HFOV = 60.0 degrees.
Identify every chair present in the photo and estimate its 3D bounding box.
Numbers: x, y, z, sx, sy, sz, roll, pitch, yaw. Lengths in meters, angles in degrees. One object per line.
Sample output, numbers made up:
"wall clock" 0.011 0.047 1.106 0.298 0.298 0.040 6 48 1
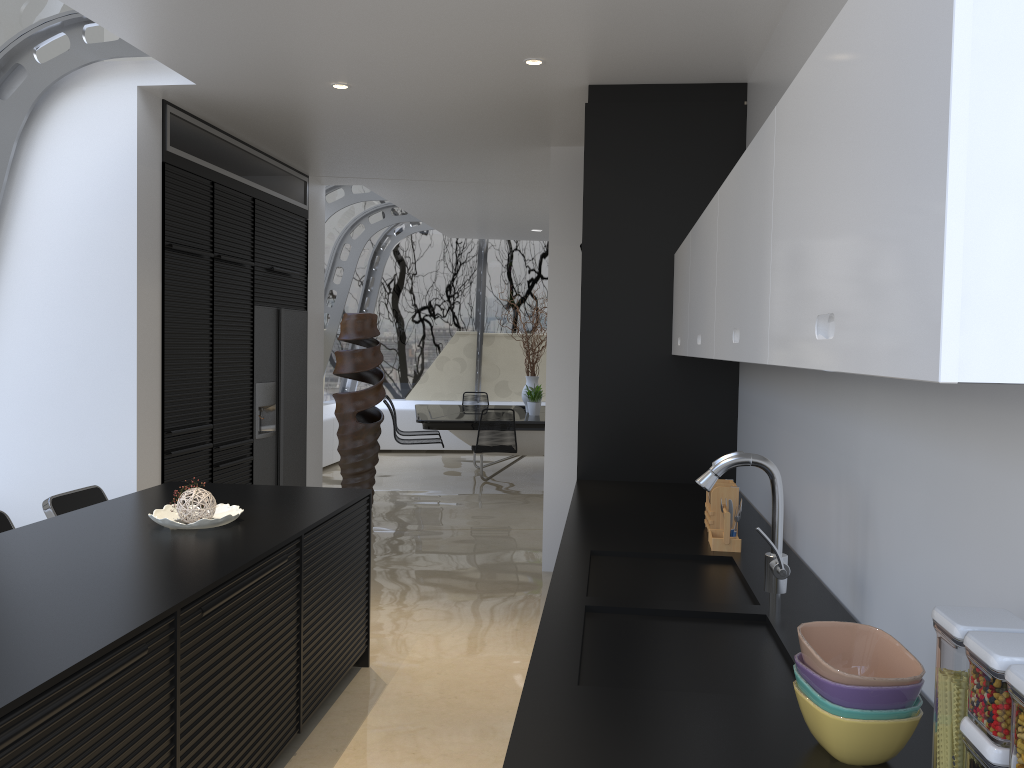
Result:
"chair" -1.801 0.914 4.017 0.460 0.857 0.418 1 2 7
"chair" -1.220 0.402 10.963 0.688 0.519 0.446 1 2 -7
"chair" -1.884 0.940 3.371 0.460 0.857 0.418 1 2 7
"chair" -0.180 0.492 9.319 0.446 0.519 0.688 1 2 -7
"chair" -1.114 0.443 10.044 0.688 0.519 0.446 1 2 -7
"chair" -0.468 0.380 11.817 0.446 0.519 0.688 1 2 -7

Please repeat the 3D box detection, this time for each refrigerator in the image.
"refrigerator" -1.858 0.294 6.797 0.234 1.742 1.006 1 2 7

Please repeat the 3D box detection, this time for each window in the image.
"window" 3.682 -0.083 6.189 16.171 3.674 16.693 1 2 -1

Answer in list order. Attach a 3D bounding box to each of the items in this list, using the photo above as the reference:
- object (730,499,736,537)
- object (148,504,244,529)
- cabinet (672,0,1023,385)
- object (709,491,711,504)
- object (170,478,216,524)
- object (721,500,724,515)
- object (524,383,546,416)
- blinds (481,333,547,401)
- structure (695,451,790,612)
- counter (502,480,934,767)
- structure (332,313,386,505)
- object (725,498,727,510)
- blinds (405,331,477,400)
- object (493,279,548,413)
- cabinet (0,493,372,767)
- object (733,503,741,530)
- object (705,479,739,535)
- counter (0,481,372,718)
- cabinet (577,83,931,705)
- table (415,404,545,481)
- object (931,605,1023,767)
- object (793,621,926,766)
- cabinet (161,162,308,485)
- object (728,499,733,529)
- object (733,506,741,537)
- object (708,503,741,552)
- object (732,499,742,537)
"object" 0.787 0.505 3.168 0.023 0.196 0.018 1 2 2
"object" -1.196 0.511 3.364 0.334 0.078 0.329 1 2 -6
"cabinet" 0.792 -0.329 2.680 0.343 0.515 3.741 1 2 6
"object" 0.752 0.493 3.339 0.040 0.192 0.042 0 3 -33
"object" -1.198 0.450 3.373 0.190 0.191 0.165 3 3 35
"object" 0.757 0.501 3.173 0.042 0.192 0.040 3 3 45
"object" 0.256 0.175 10.208 0.284 0.369 0.215 3 3 32
"blinds" 0.271 -0.224 13.080 1.430 1.027 0.329 1 2 -7
"structure" 0.607 0.446 2.338 0.248 0.536 0.115 1 2 5
"counter" 0.532 0.597 2.747 0.804 0.025 3.738 1 2 6
"structure" -1.436 0.260 8.308 0.493 1.843 0.498 1 2 4
"object" 0.768 0.505 3.160 0.020 0.196 0.018 2 3 17
"blinds" -1.467 0.275 13.065 1.829 2.118 0.663 1 2 -7
"object" 0.356 -0.424 10.436 1.135 1.549 1.031 0 3 -15
"cabinet" -1.385 1.000 2.406 1.007 0.838 3.800 1 2 6
"object" 0.800 0.514 3.180 0.044 0.178 0.019 1 2 -8
"object" 0.795 0.485 3.368 0.104 0.223 0.200 1 2 7
"counter" -1.377 0.573 2.388 1.006 0.018 3.800 1 2 6
"cabinet" 0.623 -0.037 3.426 0.831 2.901 5.157 1 2 6
"table" 0.356 0.722 10.666 3.031 0.759 2.494 1 2 -7
"object" 0.663 0.498 1.160 0.113 0.315 0.365 1 2 6
"object" 0.595 0.540 1.532 0.185 0.205 0.205 1 2 -6
"cabinet" -2.223 -0.029 6.229 0.831 2.558 2.252 1 2 8
"object" 0.773 0.505 3.151 0.019 0.196 0.022 1 2 -5
"object" 0.791 0.515 3.143 0.019 0.178 0.044 0 3 -28
"object" 0.750 0.520 3.125 0.100 0.170 0.173 1 2 9
"object" 0.806 0.502 3.167 0.042 0.192 0.040 3 3 44
